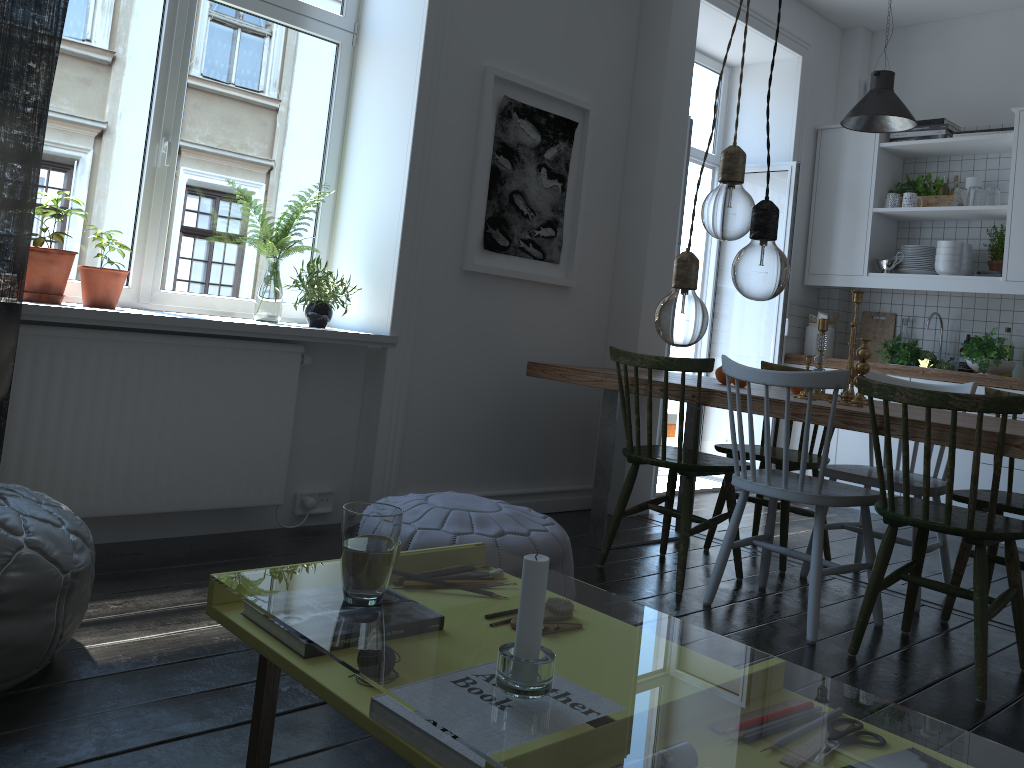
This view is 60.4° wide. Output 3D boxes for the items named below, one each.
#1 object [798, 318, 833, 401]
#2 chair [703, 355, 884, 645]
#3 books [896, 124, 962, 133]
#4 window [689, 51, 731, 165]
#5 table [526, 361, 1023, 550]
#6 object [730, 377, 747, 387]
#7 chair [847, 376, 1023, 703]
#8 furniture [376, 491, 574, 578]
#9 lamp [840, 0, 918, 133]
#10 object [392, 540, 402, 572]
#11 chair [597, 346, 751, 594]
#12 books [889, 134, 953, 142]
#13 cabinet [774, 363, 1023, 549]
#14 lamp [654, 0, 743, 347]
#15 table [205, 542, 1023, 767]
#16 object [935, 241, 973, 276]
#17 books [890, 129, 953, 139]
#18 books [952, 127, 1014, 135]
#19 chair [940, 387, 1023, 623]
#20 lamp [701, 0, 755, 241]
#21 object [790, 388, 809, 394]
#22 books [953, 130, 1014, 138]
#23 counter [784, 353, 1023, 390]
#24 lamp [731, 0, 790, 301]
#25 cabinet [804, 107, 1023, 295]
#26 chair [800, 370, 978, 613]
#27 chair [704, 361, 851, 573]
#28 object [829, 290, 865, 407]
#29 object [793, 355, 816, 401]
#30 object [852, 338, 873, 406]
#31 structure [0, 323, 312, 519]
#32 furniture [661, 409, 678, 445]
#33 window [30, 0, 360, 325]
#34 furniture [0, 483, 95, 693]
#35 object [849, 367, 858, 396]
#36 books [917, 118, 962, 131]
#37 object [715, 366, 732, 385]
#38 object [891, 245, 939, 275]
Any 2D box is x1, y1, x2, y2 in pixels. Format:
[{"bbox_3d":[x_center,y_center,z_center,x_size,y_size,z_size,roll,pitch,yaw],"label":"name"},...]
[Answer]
[{"bbox_3d":[1.181,-0.096,3.375,0.140,0.312,0.139,6,-2,-1],"label":"object"},{"bbox_3d":[0.947,0.352,2.955,0.506,0.847,0.468,7,-2,-43],"label":"chair"},{"bbox_3d":[2.580,-1.552,5.463,0.285,0.031,0.353,3,5,-43],"label":"books"},{"bbox_3d":[1.013,-1.807,5.493,1.172,0.660,0.106,4,-1,-43],"label":"window"},{"bbox_3d":[1.150,0.414,3.294,1.011,0.719,2.241,5,3,-43],"label":"table"},{"bbox_3d":[0.956,-0.029,3.692,0.090,0.088,0.083,6,0,-17],"label":"object"},{"bbox_3d":[1.300,0.421,2.627,0.482,0.831,0.470,8,-2,-45],"label":"chair"},{"bbox_3d":[-0.141,0.518,2.333,0.613,0.421,0.611,8,2,41],"label":"furniture"},{"bbox_3d":[1.174,-1.232,5.562,0.488,2.522,2.717,9,-1,-43],"label":"lamp"},{"bbox_3d":[-0.239,0.305,1.528,0.086,0.067,0.087,6,1,-15],"label":"object"},{"bbox_3d":[0.623,0.300,3.325,0.482,0.832,0.470,8,-2,-45],"label":"chair"},{"bbox_3d":[2.571,-1.483,5.458,0.258,0.044,0.353,3,5,-41],"label":"books"},{"bbox_3d":[2.853,0.468,4.555,0.724,0.817,3.203,6,3,-35],"label":"cabinet"},{"bbox_3d":[0.320,-0.798,1.267,0.088,1.505,0.074,7,-3,-19],"label":"lamp"},{"bbox_3d":[0.173,0.611,1.137,0.596,0.401,1.410,5,3,-43],"label":"table"},{"bbox_3d":[2.618,-0.732,5.219,0.150,0.217,0.307,5,1,44],"label":"object"},{"bbox_3d":[2.561,-1.523,5.462,0.258,0.031,0.330,3,5,-45],"label":"books"},{"bbox_3d":[2.828,-1.461,5.193,0.273,0.016,0.343,3,5,-42],"label":"books"},{"bbox_3d":[1.840,0.447,3.133,0.482,0.832,0.470,8,-2,-45],"label":"chair"},{"bbox_3d":[0.379,-0.946,1.265,0.074,1.505,0.074,6,-3,4],"label":"lamp"},{"bbox_3d":[1.176,0.004,3.595,0.084,0.084,0.089,6,1,-31],"label":"object"},{"bbox_3d":[2.819,-1.435,5.185,0.259,0.038,0.352,3,5,-44],"label":"books"},{"bbox_3d":[2.854,0.033,4.543,0.841,0.074,3.120,3,5,-43],"label":"counter"},{"bbox_3d":[0.406,-0.857,1.206,0.074,1.505,0.085,6,-3,8],"label":"lamp"},{"bbox_3d":[3.135,-0.270,4.343,0.773,2.380,3.813,8,0,-40],"label":"cabinet"},{"bbox_3d":[1.519,0.378,3.504,0.506,0.847,0.468,7,-2,-43],"label":"chair"},{"bbox_3d":[1.163,0.325,3.831,0.482,0.831,0.470,8,-2,-45],"label":"chair"},{"bbox_3d":[1.202,-0.128,3.123,0.113,0.413,0.113,6,-3,9],"label":"object"},{"bbox_3d":[1.079,-0.024,3.223,0.080,0.161,0.080,6,-2,4],"label":"object"},{"bbox_3d":[1.324,-0.046,3.330,0.100,0.249,0.101,7,-2,-20],"label":"object"},{"bbox_3d":[-1.174,0.147,2.967,1.057,0.631,0.073,4,-1,-43],"label":"structure"},{"bbox_3d":[0.853,0.336,6.551,0.397,0.376,0.926,6,2,-43],"label":"furniture"},{"bbox_3d":[-1.282,-1.271,3.370,1.557,1.997,0.107,7,-2,-43],"label":"window"},{"bbox_3d":[-1.268,0.414,1.894,0.675,0.383,0.683,4,3,-43],"label":"furniture"},{"bbox_3d":[1.322,0.002,3.422,0.049,0.140,0.049,8,-3,-43],"label":"object"},{"bbox_3d":[2.572,-1.588,5.471,0.257,0.038,0.327,3,5,-41],"label":"books"},{"bbox_3d":[0.913,-0.040,3.764,0.088,0.090,0.083,7,0,37],"label":"object"},{"bbox_3d":[2.497,-0.749,5.425,0.304,0.195,0.302,5,2,-42],"label":"object"}]
